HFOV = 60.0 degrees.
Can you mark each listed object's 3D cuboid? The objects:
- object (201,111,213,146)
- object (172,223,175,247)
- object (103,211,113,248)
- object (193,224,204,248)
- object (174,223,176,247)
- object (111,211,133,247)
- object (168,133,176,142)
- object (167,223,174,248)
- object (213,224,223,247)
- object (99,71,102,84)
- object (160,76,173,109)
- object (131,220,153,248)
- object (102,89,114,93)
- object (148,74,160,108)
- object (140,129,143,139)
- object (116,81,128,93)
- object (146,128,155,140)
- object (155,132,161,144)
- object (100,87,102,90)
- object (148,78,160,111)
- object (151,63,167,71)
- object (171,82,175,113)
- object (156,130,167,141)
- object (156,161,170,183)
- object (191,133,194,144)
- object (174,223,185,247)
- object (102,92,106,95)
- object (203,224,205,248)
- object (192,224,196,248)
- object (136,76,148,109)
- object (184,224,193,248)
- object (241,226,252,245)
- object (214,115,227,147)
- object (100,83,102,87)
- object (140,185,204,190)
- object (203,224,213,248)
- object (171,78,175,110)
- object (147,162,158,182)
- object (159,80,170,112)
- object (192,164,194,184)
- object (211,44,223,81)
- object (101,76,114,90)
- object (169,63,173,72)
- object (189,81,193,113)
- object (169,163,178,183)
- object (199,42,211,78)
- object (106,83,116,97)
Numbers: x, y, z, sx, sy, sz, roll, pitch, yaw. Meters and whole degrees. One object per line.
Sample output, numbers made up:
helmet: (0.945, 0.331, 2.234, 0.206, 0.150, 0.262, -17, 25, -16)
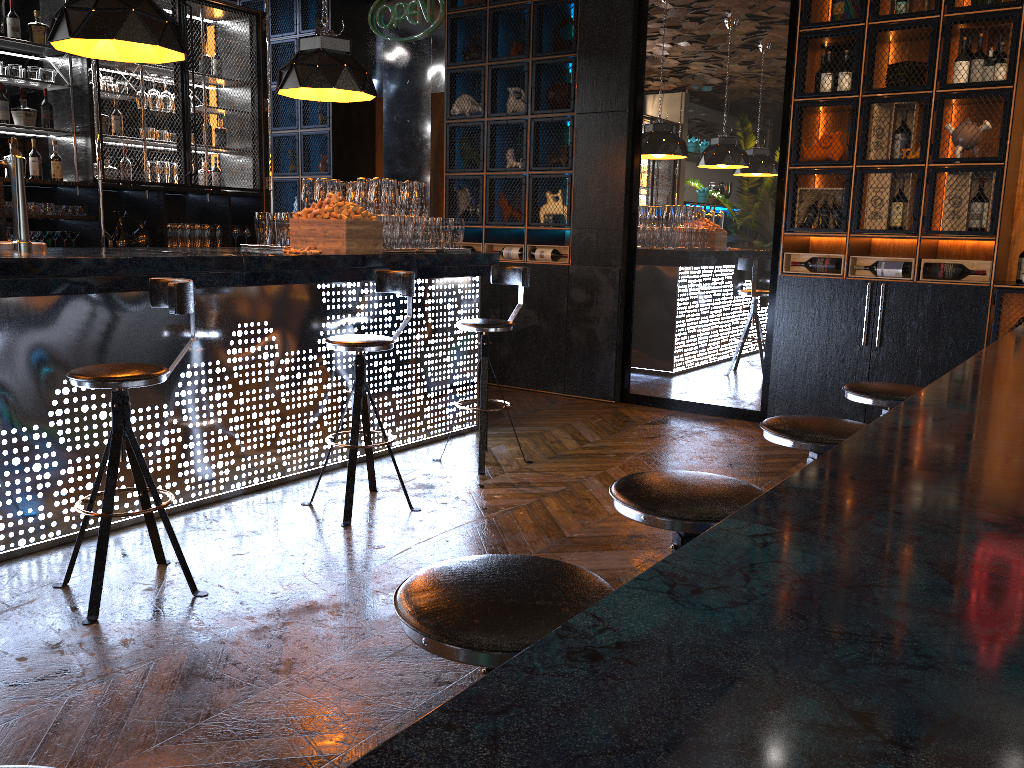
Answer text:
object: (-2.592, -2.160, 7.532, 0.086, 0.299, 0.086, 0, 10, -6)
object: (-2.789, -1.193, 7.227, 0.079, 0.231, 0.079, 4, 10, 14)
object: (-3.150, -1.162, 6.771, 0.186, 0.307, 0.186, 10, 13, 40)
object: (-2.596, -1.209, 7.349, 0.079, 0.231, 0.079, -4, 11, -28)
object: (-2.799, -1.218, 7.371, 0.079, 0.231, 0.079, -3, 11, -23)
object: (-3.048, -1.187, 6.915, 0.170, 0.313, 0.170, 7, 11, 29)
object: (-2.818, -2.038, 7.388, 0.089, 0.092, 0.089, 5, 10, 19)
object: (-2.757, -1.173, 7.117, 0.079, 0.231, 0.079, -2, 10, -19)
object: (-2.484, -1.233, 7.505, 0.079, 0.231, 0.079, 7, 11, 30)
object: (-3.107, -2.290, 6.613, 0.089, 0.092, 0.089, -4, 11, -29)
object: (-2.762, -2.324, 7.083, 0.092, 0.244, 0.092, 7, 11, 29)
object: (-2.921, -1.166, 7.003, 0.158, 0.248, 0.158, 7, 11, 29)
object: (-3.068, -2.258, 6.721, 0.089, 0.092, 0.089, -4, 11, -29)
object: (-2.825, -2.310, 6.994, 0.092, 0.244, 0.092, 7, 11, 29)
object: (-2.931, -1.991, 7.098, 0.089, 0.092, 0.089, 2, 10, 2)
object: (-2.995, -2.271, 6.802, 0.089, 0.092, 0.089, 1, 10, -4)
object: (-2.870, -1.974, 7.011, 0.089, 0.092, 0.089, 5, 10, 19)
object: (-2.881, -2.022, 7.287, 0.089, 0.092, 0.089, 3, 10, 10)
object: (-3.108, -2.242, 6.622, 0.089, 0.092, 0.089, -4, 11, -29)
object: (-2.897, -2.344, 7.175, 0.092, 0.244, 0.092, 7, 11, 29)
object: (-2.828, -2.658, 7.081, 0.123, 0.279, 0.123, 9, 12, 38)
object: (-2.780, -2.369, 7.339, 0.092, 0.244, 0.092, 7, 11, 29)
object: (-2.829, -2.000, 7.167, 0.089, 0.092, 0.089, 8, 12, 35)
object: (-2.812, -1.684, 7.146, 0.105, 0.209, 0.105, 5, 10, 19)
object: (-2.677, -2.028, 7.355, 0.089, 0.092, 0.089, 5, 10, 19)
object: (-2.699, -1.186, 7.201, 0.079, 0.231, 0.079, 7, 11, 30)
object: (-3.179, -2.281, 6.835, 0.089, 0.092, 0.089, 1, 10, -4)
object: (-2.588, -1.237, 7.511, 0.079, 0.231, 0.079, 4, 10, 14)
object: (-2.644, -1.225, 7.435, 0.079, 0.231, 0.079, 9, 12, 36)
object: (-2.960, -2.330, 7.086, 0.092, 0.244, 0.092, 7, 11, 29)
object: (-2.653, -1.197, 7.270, 0.079, 0.231, 0.079, 3, 10, 11)
object: (-2.332, -1.274, 7.777, 0.101, 0.227, 0.101, 4, 10, 12)
object: (-2.512, -2.169, 7.642, 0.083, 0.282, 0.083, -8, 14, -44)
object: (-3.108, -2.264, 6.618, 0.089, 0.092, 0.089, -4, 11, -29)
object: (-2.777, -1.609, 7.276, 0.273, 0.019, 0.437, 8, 12, 34)
object: (-2.541, -1.220, 7.421, 0.079, 0.231, 0.079, -2, 10, -19)
object: (-2.705, -2.337, 7.163, 0.092, 0.244, 0.092, 7, 11, 29)
object: (-2.910, -1.696, 7.205, 0.105, 0.209, 0.105, 5, 10, 19)
object: (-2.840, -2.356, 7.255, 0.092, 0.244, 0.092, 7, 11, 29)
object: (-2.683, -1.713, 7.333, 0.105, 0.209, 0.105, 5, 10, 19)
object: (-2.516, -2.743, 7.563, 0.086, 0.298, 0.086, 1, 10, -1)
object: (-3.068, -2.278, 6.717, 0.089, 0.092, 0.089, -4, 11, -29)
object: (-2.736, -2.680, 7.207, 0.083, 0.282, 0.083, 5, 10, 20)
object: (-2.645, -2.350, 7.247, 0.092, 0.244, 0.092, 7, 11, 29)
object: (-2.794, -1.706, 7.278, 0.105, 0.209, 0.105, 5, 10, 19)
object: (-2.575, -2.714, 7.436, 0.083, 0.282, 0.083, -7, 13, -39)
object: (-3.116, -2.293, 6.913, 0.089, 0.092, 0.089, -4, 11, -29)
